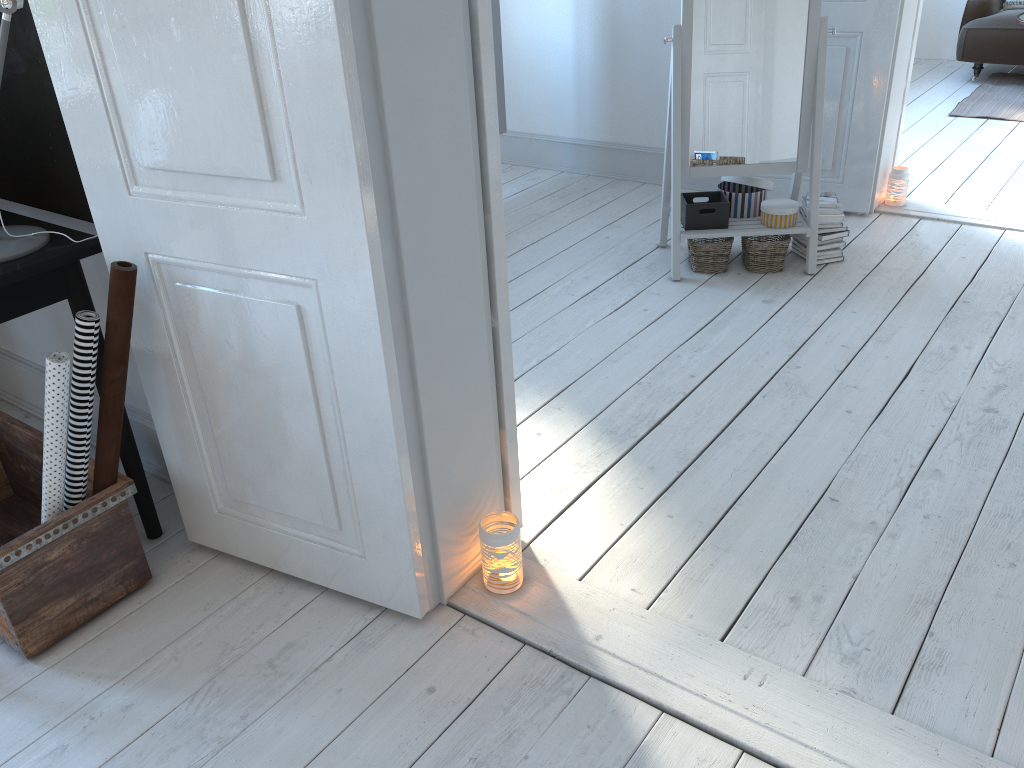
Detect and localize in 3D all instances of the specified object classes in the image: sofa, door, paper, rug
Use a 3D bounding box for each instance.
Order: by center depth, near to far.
[{"bbox_3d":[0.365,-0.502,1.045,2.592,2.525,0.574,17,35,32],"label":"door"},{"bbox_3d":[-0.942,0.208,1.821,0.283,0.631,0.040,4,30,14],"label":"paper"},{"bbox_3d":[-0.908,0.169,1.854,0.266,0.674,0.042,-7,30,-6],"label":"paper"},{"bbox_3d":[-0.848,0.109,1.866,0.297,0.753,0.047,-7,30,-6],"label":"paper"},{"bbox_3d":[2.138,-1.756,3.114,2.592,2.525,0.574,17,35,32],"label":"door"},{"bbox_3d":[3.761,-1.767,5.501,1.706,0.055,1.448,17,35,33],"label":"rug"},{"bbox_3d":[4.192,-2.430,5.825,2.160,0.831,0.963,17,35,32],"label":"sofa"}]

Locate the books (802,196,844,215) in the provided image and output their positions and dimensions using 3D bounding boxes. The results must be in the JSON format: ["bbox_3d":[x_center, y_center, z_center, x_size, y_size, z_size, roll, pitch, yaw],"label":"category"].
[{"bbox_3d":[1.214,-0.702,3.474,0.132,0.017,0.185,2,29,9],"label":"books"}]

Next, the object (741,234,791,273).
[{"bbox_3d":[0.999,-0.548,3.526,0.185,0.141,0.293,1,29,8],"label":"object"}]

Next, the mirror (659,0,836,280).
[{"bbox_3d":[0.857,-1.164,3.232,0.610,1.500,0.413,-2,29,2],"label":"mirror"}]

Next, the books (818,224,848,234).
[{"bbox_3d":[1.225,-0.637,3.515,0.128,0.016,0.177,-8,29,-8],"label":"books"}]

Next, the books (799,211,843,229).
[{"bbox_3d":[1.219,-0.652,3.507,0.128,0.016,0.175,-1,29,4],"label":"books"}]

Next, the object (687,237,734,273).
[{"bbox_3d":[0.786,-0.549,3.551,0.185,0.141,0.293,1,29,8],"label":"object"}]

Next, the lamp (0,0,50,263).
[{"bbox_3d":[-1.188,-0.592,1.668,0.617,0.721,0.228,1,30,7],"label":"lamp"}]

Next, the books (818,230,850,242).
[{"bbox_3d":[1.221,-0.615,3.519,0.128,0.023,0.192,-13,30,-17],"label":"books"}]

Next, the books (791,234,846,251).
[{"bbox_3d":[1.222,-0.580,3.545,0.132,0.017,0.185,-11,30,-13],"label":"books"}]

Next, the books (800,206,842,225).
[{"bbox_3d":[1.217,-0.666,3.498,0.128,0.016,0.179,1,29,8],"label":"books"}]

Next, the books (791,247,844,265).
[{"bbox_3d":[1.232,-0.526,3.577,0.128,0.016,0.177,-11,30,-12],"label":"books"}]

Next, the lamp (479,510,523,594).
[{"bbox_3d":[-0.023,0.367,1.928,0.089,0.168,0.088,12,33,26],"label":"lamp"}]

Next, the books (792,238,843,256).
[{"bbox_3d":[1.224,-0.555,3.560,0.128,0.016,0.179,-7,29,-6],"label":"books"}]

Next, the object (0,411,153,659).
[{"bbox_3d":[-1.177,0.320,2.046,0.663,0.284,0.337,17,35,32],"label":"object"}]

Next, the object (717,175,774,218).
[{"bbox_3d":[0.931,-0.778,3.555,0.206,0.160,0.240,23,38,39],"label":"object"}]

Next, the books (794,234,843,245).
[{"bbox_3d":[1.216,-0.601,3.542,0.128,0.023,0.165,-13,30,-16],"label":"books"}]

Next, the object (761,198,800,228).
[{"bbox_3d":[1.028,-0.657,3.410,0.142,0.075,0.141,7,31,19],"label":"object"}]

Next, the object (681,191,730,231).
[{"bbox_3d":[0.745,-0.674,3.445,0.165,0.104,0.153,-2,29,2],"label":"object"}]

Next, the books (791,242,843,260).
[{"bbox_3d":[1.226,-0.542,3.570,0.128,0.016,0.175,-9,29,-10],"label":"books"}]

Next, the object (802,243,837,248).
[{"bbox_3d":[1.223,-0.575,3.564,0.111,0.014,0.155,-8,29,-8],"label":"object"}]

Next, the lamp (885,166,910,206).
[{"bbox_3d":[1.745,-0.895,4.012,0.089,0.167,0.088,17,35,32],"label":"lamp"}]

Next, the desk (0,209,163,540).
[{"bbox_3d":[-1.478,0.025,2.118,1.156,0.765,0.647,17,35,32],"label":"desk"}]

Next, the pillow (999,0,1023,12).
[{"bbox_3d":[3.708,-2.785,6.172,0.518,0.370,0.237,17,35,32],"label":"pillow"}]

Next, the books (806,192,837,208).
[{"bbox_3d":[1.214,-0.723,3.479,0.111,0.014,0.155,5,30,15],"label":"books"}]

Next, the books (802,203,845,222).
[{"bbox_3d":[1.219,-0.680,3.478,0.128,0.027,0.198,1,29,8],"label":"books"}]

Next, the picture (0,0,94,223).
[{"bbox_3d":[-1.286,-0.983,1.947,0.950,1.181,0.063,17,35,32],"label":"picture"}]

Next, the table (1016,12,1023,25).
[{"bbox_3d":[3.732,-1.953,5.373,1.298,0.507,1.291,11,32,24],"label":"table"}]
